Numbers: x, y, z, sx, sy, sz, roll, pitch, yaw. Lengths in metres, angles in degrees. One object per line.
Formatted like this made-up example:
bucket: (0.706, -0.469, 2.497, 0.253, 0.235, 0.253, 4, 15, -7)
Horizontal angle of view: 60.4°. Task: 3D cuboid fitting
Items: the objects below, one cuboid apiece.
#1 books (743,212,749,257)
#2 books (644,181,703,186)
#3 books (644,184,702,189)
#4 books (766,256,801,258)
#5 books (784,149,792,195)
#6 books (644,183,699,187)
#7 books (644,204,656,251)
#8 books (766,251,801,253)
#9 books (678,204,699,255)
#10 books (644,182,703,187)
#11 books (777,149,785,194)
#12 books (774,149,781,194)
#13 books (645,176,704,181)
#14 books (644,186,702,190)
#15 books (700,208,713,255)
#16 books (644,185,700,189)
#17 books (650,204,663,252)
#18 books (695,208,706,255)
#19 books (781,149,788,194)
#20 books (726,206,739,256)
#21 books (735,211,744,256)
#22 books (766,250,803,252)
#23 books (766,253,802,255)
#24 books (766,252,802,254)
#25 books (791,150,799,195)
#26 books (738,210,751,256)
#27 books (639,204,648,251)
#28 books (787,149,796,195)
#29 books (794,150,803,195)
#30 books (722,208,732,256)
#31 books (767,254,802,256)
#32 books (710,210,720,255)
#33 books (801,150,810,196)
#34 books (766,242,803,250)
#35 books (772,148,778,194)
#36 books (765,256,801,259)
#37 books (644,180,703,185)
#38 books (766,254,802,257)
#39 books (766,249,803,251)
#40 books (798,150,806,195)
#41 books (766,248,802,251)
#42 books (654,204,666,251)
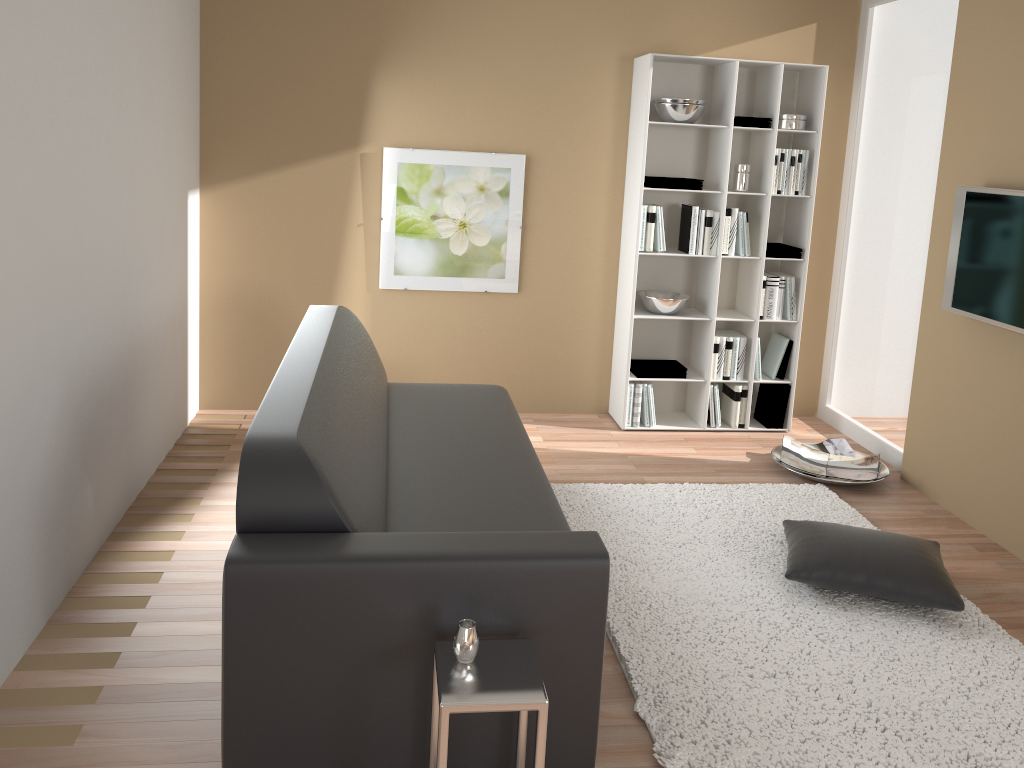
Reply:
books: (1.338, -0.888, 5.171, 0.058, 0.253, 0.212, 2, 11, -8)
books: (0.924, -1.160, 5.080, 0.297, 0.006, 0.215, 1, 15, -8)
books: (0.921, -1.144, 5.082, 0.297, 0.006, 0.215, 1, 15, -8)
books: (1.561, -0.778, 5.254, 0.210, 0.006, 0.305, 1, 15, -8)
books: (1.569, -1.241, 5.137, 0.020, 0.253, 0.212, 2, 11, -8)
books: (0.920, -1.150, 5.081, 0.297, 0.006, 0.215, 0, 15, -10)
books: (0.775, -0.906, 5.078, 0.040, 0.253, 0.212, 2, 11, -8)
books: (1.561, -0.805, 5.250, 0.210, 0.006, 0.305, 1, 15, -7)
books: (1.029, -0.903, 5.122, 0.040, 0.270, 0.212, 2, 11, -8)
books: (0.923, -1.155, 5.081, 0.297, 0.006, 0.215, 1, 15, -8)
books: (1.527, -1.241, 5.130, 0.020, 0.253, 0.212, 2, 11, -8)
books: (1.506, -1.242, 5.130, 0.020, 0.253, 0.212, 2, 11, -8)
books: (0.928, -1.186, 5.077, 0.297, 0.006, 0.215, 1, 15, -8)
books: (0.920, -1.133, 5.083, 0.297, 0.007, 0.215, 1, 15, -8)
books: (1.112, -0.892, 5.130, 0.040, 0.253, 0.212, 2, 11, -8)
books: (0.921, -1.138, 5.083, 0.297, 0.006, 0.215, 1, 15, -8)
books: (0.824, -0.906, 5.087, 0.060, 0.255, 0.212, 2, 11, -8)
books: (1.070, -0.894, 5.129, 0.040, 0.253, 0.212, 2, 11, -8)
books: (1.548, -1.241, 5.134, 0.020, 0.253, 0.212, 2, 11, -8)
books: (1.264, -0.902, 5.167, 0.040, 0.270, 0.212, 2, 11, -8)
books: (1.312, -0.891, 5.172, 0.060, 0.255, 0.212, 2, 11, -8)
books: (1.566, -0.810, 5.249, 0.210, 0.007, 0.305, 1, 15, -8)
books: (1.562, -0.794, 5.250, 0.210, 0.006, 0.305, 1, 15, -8)
books: (1.562, -0.799, 5.249, 0.210, 0.006, 0.305, 1, 15, -8)
books: (1.612, -1.241, 5.144, 0.020, 0.253, 0.212, 2, 11, -8)
books: (1.353, -0.894, 5.189, 0.058, 0.253, 0.212, 2, 11, -8)
books: (0.728, -0.908, 5.077, 0.040, 0.253, 0.212, 2, 11, -8)
books: (1.591, -1.239, 5.135, 0.020, 0.253, 0.212, 2, 11, -8)
books: (1.633, -1.240, 5.145, 0.020, 0.253, 0.212, 2, 11, -8)
books: (1.217, -0.900, 5.160, 0.053, 0.267, 0.212, 2, 11, -8)
books: (1.561, -0.790, 5.255, 0.210, 0.006, 0.305, 0, 15, -10)
books: (1.152, -0.890, 5.143, 0.040, 0.247, 0.212, 2, 11, -8)
books: (1.675, -1.239, 5.152, 0.020, 0.253, 0.212, 2, 11, -8)
books: (1.564, -0.825, 5.243, 0.210, 0.006, 0.305, 1, 15, -8)
books: (1.486, -1.241, 5.120, 0.020, 0.253, 0.212, 2, 11, -8)
books: (1.559, -0.773, 5.256, 0.210, 0.007, 0.305, 1, 15, -8)
books: (0.923, -1.165, 5.078, 0.297, 0.006, 0.215, 1, 15, -7)
books: (1.561, -0.783, 5.253, 0.210, 0.006, 0.305, 1, 15, -8)
books: (1.566, -0.815, 5.248, 0.210, 0.007, 0.305, 1, 15, -8)
books: (1.653, -1.240, 5.149, 0.020, 0.253, 0.212, 2, 11, -8)
books: (1.562, -0.820, 5.244, 0.210, 0.007, 0.305, 1, 15, -8)
books: (0.846, -0.908, 5.101, 0.058, 0.253, 0.212, 2, 11, -8)
